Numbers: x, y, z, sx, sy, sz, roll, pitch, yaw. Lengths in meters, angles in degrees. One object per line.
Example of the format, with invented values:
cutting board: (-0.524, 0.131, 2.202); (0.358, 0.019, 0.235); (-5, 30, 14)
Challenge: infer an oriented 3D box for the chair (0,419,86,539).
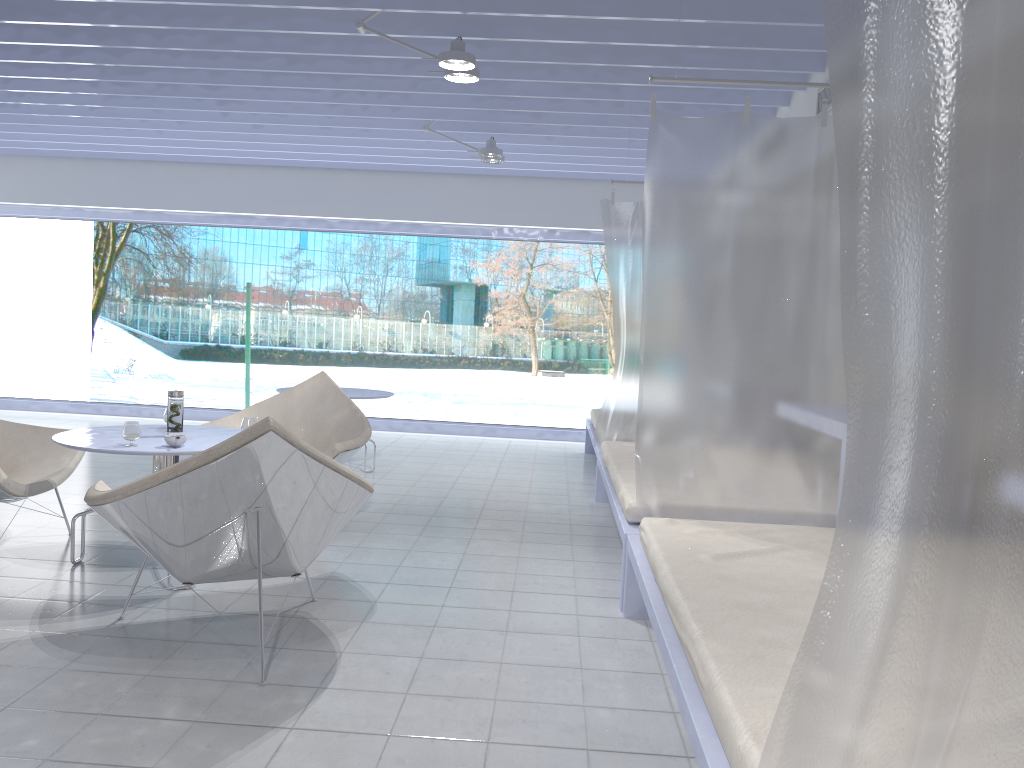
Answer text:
chair: (-2.322, 0.316, 3.696); (0.753, 0.759, 0.906); (3, 4, -2)

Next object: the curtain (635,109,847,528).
curtain: (1.452, -0.171, 3.211); (1.998, 1.559, 0.125); (3, 4, 1)

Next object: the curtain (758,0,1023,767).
curtain: (1.305, -0.064, 1.019); (2.050, 1.552, 0.151); (3, 4, 3)

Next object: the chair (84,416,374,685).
chair: (-0.855, 0.444, 2.818); (0.906, 0.759, 0.753); (1, 4, -27)

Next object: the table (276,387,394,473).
table: (-1.267, 0.320, 6.332); (0.823, 0.534, 0.825); (0, 5, -40)

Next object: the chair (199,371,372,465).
chair: (-1.133, 0.321, 4.582); (0.906, 0.759, 0.753); (4, 4, 13)

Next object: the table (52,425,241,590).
table: (-1.418, 0.480, 3.617); (0.825, 0.534, 0.823); (3, 4, -6)

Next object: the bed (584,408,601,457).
bed: (1.596, 0.506, 6.573); (2.022, 0.422, 2.200); (3, 4, 3)

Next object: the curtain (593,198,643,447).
curtain: (1.522, -0.325, 5.423); (2.050, 1.552, 0.151); (3, 4, 3)

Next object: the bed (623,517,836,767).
bed: (1.380, 0.767, 2.170); (2.022, 0.422, 2.200); (3, 4, 3)

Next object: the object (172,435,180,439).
object: (-1.251, 0.198, 3.302); (0.012, 0.016, 0.098); (1, 4, -31)

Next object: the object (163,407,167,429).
object: (-1.482, 0.148, 3.862); (0.068, 0.091, 0.068); (5, 4, 25)

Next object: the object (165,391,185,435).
object: (-1.373, 0.120, 3.617); (0.075, 0.189, 0.075); (3, 4, -6)

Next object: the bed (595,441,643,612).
bed: (1.472, 0.633, 4.370); (2.016, 0.427, 2.200); (3, 4, 3)

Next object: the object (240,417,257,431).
object: (-1.077, 0.182, 3.632); (0.068, 0.091, 0.068); (3, 4, -5)

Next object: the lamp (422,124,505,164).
lamp: (-0.347, -1.717, 6.293); (0.587, 0.218, 0.380); (3, 4, 3)

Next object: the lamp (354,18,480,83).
lamp: (-0.451, -1.593, 4.189); (0.587, 0.218, 0.380); (3, 4, 3)

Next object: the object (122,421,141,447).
object: (-1.414, 0.186, 3.296); (0.068, 0.091, 0.068); (5, 4, 31)

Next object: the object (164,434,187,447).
object: (-1.264, 0.216, 3.333); (0.082, 0.043, 0.082); (1, 4, -29)
